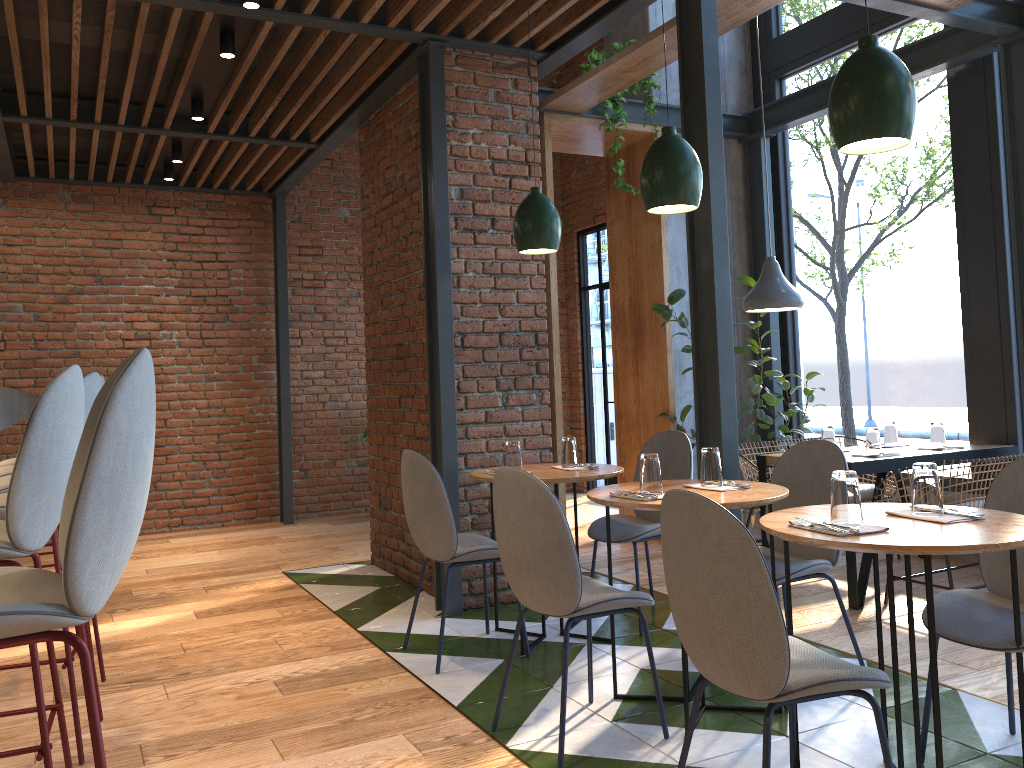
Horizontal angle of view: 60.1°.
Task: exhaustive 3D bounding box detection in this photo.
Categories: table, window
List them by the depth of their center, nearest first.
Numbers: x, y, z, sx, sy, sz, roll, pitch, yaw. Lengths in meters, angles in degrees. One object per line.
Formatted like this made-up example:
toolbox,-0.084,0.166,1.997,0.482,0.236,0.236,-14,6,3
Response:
table,1.030,0.737,2.325,0.699,0.748,0.698,-2,-1,-17
window,3.867,-2.202,2.929,0.127,5.610,8.704,-1,-1,-27
table,0.629,0.751,3.119,0.699,0.748,0.699,-3,-1,15
table,0.172,0.768,4.022,0.699,0.748,0.699,-3,-2,19
table,2.069,0.717,4.841,1.272,0.707,0.657,-2,-1,-27
window,1.245,-0.253,8.204,0.097,2.706,2.131,-1,-2,-27

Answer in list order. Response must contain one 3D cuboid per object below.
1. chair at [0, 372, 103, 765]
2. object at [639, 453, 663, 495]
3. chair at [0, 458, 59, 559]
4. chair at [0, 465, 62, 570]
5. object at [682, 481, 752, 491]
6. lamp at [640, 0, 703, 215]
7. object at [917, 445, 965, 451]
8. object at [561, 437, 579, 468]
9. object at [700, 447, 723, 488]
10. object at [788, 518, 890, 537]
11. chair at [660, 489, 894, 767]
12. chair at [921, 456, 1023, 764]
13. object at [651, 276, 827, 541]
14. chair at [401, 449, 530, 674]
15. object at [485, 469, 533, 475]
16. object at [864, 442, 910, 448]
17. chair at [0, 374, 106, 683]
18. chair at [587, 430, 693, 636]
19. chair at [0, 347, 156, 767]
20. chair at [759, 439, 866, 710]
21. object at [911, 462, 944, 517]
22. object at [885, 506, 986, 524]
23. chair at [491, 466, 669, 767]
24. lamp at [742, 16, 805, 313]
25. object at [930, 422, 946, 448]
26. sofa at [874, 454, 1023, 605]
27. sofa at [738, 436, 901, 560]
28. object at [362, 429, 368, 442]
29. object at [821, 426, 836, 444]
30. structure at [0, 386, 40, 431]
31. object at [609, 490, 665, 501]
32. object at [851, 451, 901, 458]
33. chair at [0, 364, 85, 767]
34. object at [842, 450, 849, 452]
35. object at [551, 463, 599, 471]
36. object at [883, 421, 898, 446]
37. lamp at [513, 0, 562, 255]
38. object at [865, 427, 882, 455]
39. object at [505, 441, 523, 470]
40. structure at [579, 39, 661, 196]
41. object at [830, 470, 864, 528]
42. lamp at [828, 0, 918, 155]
chair,-1.631,0.588,2.941,0.508,1.246,0.417,-1,-3,-16
object,0.473,0.307,3.027,0.080,0.138,0.080,-3,-2,13
chair,-2.667,0.625,4.947,0.508,1.246,0.417,-1,-3,-27
chair,-2.349,0.614,4.288,0.508,1.246,0.417,-1,-3,-29
object,0.744,0.363,3.182,0.157,0.019,0.242,-2,0,-30
lamp,0.539,-1.637,3.233,0.224,2.026,0.223,-1,-3,-23
object,2.323,0.344,4.816,0.243,0.019,0.157,-2,0,-27
object,0.266,0.314,4.086,0.080,0.138,0.080,0,-3,-40
object,0.715,0.298,3.184,0.080,0.138,0.080,-2,-2,-17
object,0.828,0.360,2.277,0.157,0.019,0.242,-2,0,-22
chair,0.631,0.682,2.132,0.508,0.889,0.417,-1,-2,-21
chair,1.440,0.651,2.506,0.508,0.889,0.417,-1,-2,-26
object,1.547,0.197,6.086,1.016,1.777,1.062,-3,-2,32
chair,-0.213,0.712,3.836,0.508,0.889,0.417,-1,-2,-26
object,-0.020,0.391,3.967,0.157,0.019,0.242,-2,0,-23
object,2.173,0.350,5.114,0.243,0.019,0.157,-2,0,-27
chair,-1.939,0.588,3.640,0.508,1.246,0.417,-1,-3,-31
chair,0.625,0.680,4.254,0.508,0.889,0.417,-1,-3,-31
chair,-0.876,0.560,1.522,0.508,1.246,0.417,-1,-3,-27
chair,1.009,0.667,3.315,0.508,0.889,0.417,-1,-2,-26
object,1.117,0.283,2.389,0.080,0.138,0.080,-4,-3,41
object,1.146,0.349,2.384,0.157,0.019,0.242,-2,0,-22
chair,0.204,0.697,2.913,0.508,0.889,0.417,-1,-3,-31
lamp,1.456,-2.680,5.325,0.353,4.500,0.352,-1,-3,-22
object,2.329,0.278,4.850,0.080,0.138,0.080,0,-3,-44
sofa,2.319,0.694,4.344,1.092,0.734,0.469,-2,-2,-27
sofa,1.811,0.713,5.350,1.092,0.734,0.469,-2,-2,-27
object,-0.969,0.583,8.063,0.713,1.199,0.633,-3,-2,23
object,1.738,0.300,4.873,0.080,0.138,0.080,-2,-2,-10
structure,-3.051,0.565,2.601,2.918,1.399,4.911,-2,0,-27
object,0.445,0.374,3.030,0.157,0.019,0.242,-2,0,-30
object,1.872,0.361,4.572,0.243,0.019,0.157,-2,0,-30
chair,-1.342,0.577,2.213,0.508,1.246,0.417,-1,-3,-21
object,1.743,0.366,4.896,0.243,0.019,0.157,-2,0,-23
object,0.294,0.379,4.081,0.157,0.019,0.242,-2,0,-23
object,2.174,0.283,5.093,0.080,0.138,0.080,-4,-3,36
lamp,0.083,-1.621,4.136,0.224,2.026,0.223,-1,-3,-23
object,1.876,0.295,4.606,0.080,0.138,0.080,-3,-2,23
object,0.007,0.324,3.960,0.080,0.138,0.080,-2,-2,10
structure,0.722,-1.723,5.738,0.513,0.971,0.663,-1,-2,-35
object,0.855,0.293,2.270,0.080,0.138,0.080,-3,-2,31
lamp,0.940,-1.652,2.440,0.224,2.026,0.223,-1,-3,-23
